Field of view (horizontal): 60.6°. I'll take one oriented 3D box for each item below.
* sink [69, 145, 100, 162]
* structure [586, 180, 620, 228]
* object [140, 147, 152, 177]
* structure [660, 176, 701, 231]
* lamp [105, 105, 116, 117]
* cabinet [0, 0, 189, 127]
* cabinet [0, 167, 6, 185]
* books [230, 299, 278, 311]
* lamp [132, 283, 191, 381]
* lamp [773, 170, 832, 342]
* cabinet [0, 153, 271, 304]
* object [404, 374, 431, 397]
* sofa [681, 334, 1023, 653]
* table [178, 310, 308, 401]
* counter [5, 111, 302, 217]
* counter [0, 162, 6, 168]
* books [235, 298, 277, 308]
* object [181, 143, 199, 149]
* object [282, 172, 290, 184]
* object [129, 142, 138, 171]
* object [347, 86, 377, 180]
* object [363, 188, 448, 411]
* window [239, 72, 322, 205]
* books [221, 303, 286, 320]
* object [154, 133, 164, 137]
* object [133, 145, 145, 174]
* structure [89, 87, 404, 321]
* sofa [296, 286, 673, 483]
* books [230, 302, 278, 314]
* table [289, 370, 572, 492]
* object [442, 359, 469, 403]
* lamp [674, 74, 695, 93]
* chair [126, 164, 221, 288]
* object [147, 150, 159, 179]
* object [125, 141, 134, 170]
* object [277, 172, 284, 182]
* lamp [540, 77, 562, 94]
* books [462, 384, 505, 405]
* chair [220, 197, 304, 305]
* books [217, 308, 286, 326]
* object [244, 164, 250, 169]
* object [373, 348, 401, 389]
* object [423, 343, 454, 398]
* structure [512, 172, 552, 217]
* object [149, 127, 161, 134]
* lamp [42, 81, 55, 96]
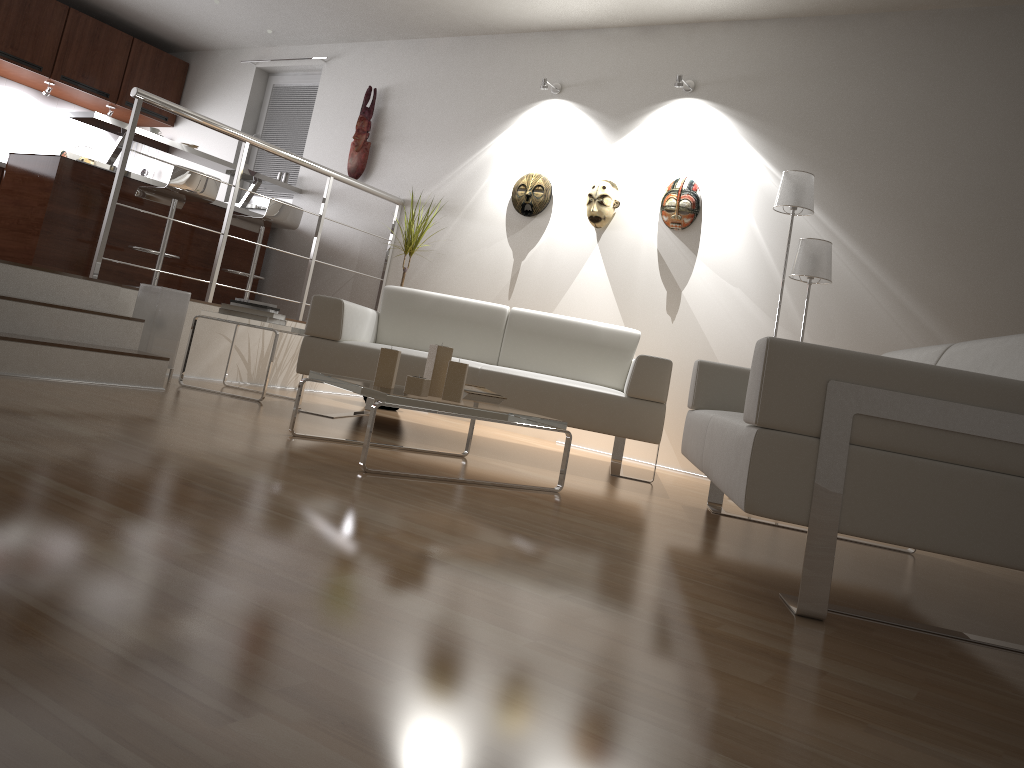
[{"bbox_3d":[-3.789,-1.857,8.061,0.606,0.589,0.657,9,-4,32],"label":"sink"},{"bbox_3d":[0.563,-1.178,5.672,0.245,0.335,0.126,8,-7,33],"label":"structure"},{"bbox_3d":[-3.458,-2.143,8.343,0.091,0.372,0.042,6,-9,31],"label":"object"},{"bbox_3d":[1.031,-1.127,5.417,0.267,0.361,0.073,8,-8,32],"label":"structure"},{"bbox_3d":[-3.630,-2.446,7.891,0.079,0.126,0.080,12,-6,-18],"label":"lamp"},{"bbox_3d":[-4.107,-2.918,7.394,0.657,0.645,2.661,9,-1,32],"label":"cabinet"},{"bbox_3d":[-4.574,-1.451,6.851,0.687,0.810,3.430,8,-1,32],"label":"cabinet"},{"bbox_3d":[-1.380,-0.422,4.707,0.218,0.015,0.149,11,1,12],"label":"books"},{"bbox_3d":[-1.892,-0.276,4.651,0.200,0.489,0.187,6,-8,32],"label":"lamp"},{"bbox_3d":[1.390,-0.256,4.395,0.204,1.701,0.365,17,-10,-38],"label":"lamp"},{"bbox_3d":[-2.785,-1.081,6.561,0.639,0.761,1.809,8,-2,32],"label":"cabinet"},{"bbox_3d":[-0.324,0.002,3.008,0.067,0.075,0.066,9,-4,17],"label":"object"},{"bbox_3d":[1.068,0.185,2.732,0.909,0.750,1.757,10,0,7],"label":"sofa"},{"bbox_3d":[-1.425,-0.148,4.762,0.466,0.407,0.542,10,-2,7],"label":"table"},{"bbox_3d":[-2.568,-1.591,6.688,0.847,0.323,2.058,11,1,32],"label":"counter"},{"bbox_3d":[-4.863,-1.889,6.323,0.687,0.040,2.058,11,1,32],"label":"counter"},{"bbox_3d":[-1.377,-0.436,4.709,0.149,0.015,0.218,10,1,-38],"label":"books"},{"bbox_3d":[-2.374,-1.745,6.480,0.131,0.042,0.137,11,0,34],"label":"object"},{"bbox_3d":[-1.871,-1.689,7.234,0.053,0.114,0.051,9,-7,16],"label":"object"},{"bbox_3d":[-3.661,-2.177,8.455,0.033,0.384,0.007,6,-9,32],"label":"object"},{"bbox_3d":[-1.179,-1.974,6.931,0.150,0.804,0.149,12,-8,-13],"label":"object"},{"bbox_3d":[-0.738,-0.583,5.749,0.442,1.501,0.490,3,-10,45],"label":"object"},{"bbox_3d":[-1.985,-2.137,7.689,0.851,1.290,0.138,7,-8,32],"label":"window"},{"bbox_3d":[-1.386,-0.387,4.702,0.287,0.027,0.224,11,1,2],"label":"books"},{"bbox_3d":[-2.511,-1.739,6.099,0.141,0.008,0.127,11,1,35],"label":"object"},{"bbox_3d":[-3.564,-2.157,8.385,0.107,0.385,0.020,6,-9,32],"label":"object"},{"bbox_3d":[-1.530,-0.980,5.603,0.058,1.066,2.274,6,-3,32],"label":"structure"},{"bbox_3d":[-0.105,-0.069,4.571,1.788,0.753,0.892,11,-3,8],"label":"sofa"},{"bbox_3d":[-1.383,-0.408,4.705,0.217,0.015,0.150,11,1,2],"label":"books"},{"bbox_3d":[-0.310,0.167,3.240,0.781,0.253,0.705,11,0,-33],"label":"table"},{"bbox_3d":[-0.198,-0.015,3.083,0.067,0.154,0.066,10,-6,2],"label":"object"},{"bbox_3d":[1.080,-1.894,5.515,0.081,0.110,0.186,8,-3,32],"label":"lamp"},{"bbox_3d":[-2.322,-1.031,5.918,0.429,0.863,0.378,6,-8,36],"label":"chair"},{"bbox_3d":[-3.368,-2.115,8.256,0.072,0.389,0.023,6,-9,32],"label":"object"},{"bbox_3d":[-3.726,-2.187,8.482,0.065,0.389,0.032,6,-9,32],"label":"object"},{"bbox_3d":[-1.923,-1.698,7.259,0.053,0.111,0.051,9,-7,16],"label":"object"},{"bbox_3d":[0.261,-2.059,6.044,0.081,0.110,0.186,8,-3,32],"label":"lamp"},{"bbox_3d":[-0.191,0.027,3.487,0.199,0.057,0.294,11,1,-43],"label":"books"},{"bbox_3d":[-1.914,-0.964,6.578,0.429,0.863,0.377,7,-7,28],"label":"chair"},{"bbox_3d":[-1.391,-0.360,4.699,0.289,0.027,0.223,11,1,12],"label":"books"},{"bbox_3d":[-2.086,-1.694,6.847,0.078,0.046,0.067,11,-2,-21],"label":"object"},{"bbox_3d":[-0.447,-0.064,3.156,0.067,0.153,0.066,10,-6,2],"label":"object"},{"bbox_3d":[-0.271,-0.054,3.177,0.066,0.200,0.067,15,-8,-33],"label":"object"},{"bbox_3d":[0.119,-1.306,5.997,0.320,0.322,0.067,8,-7,32],"label":"structure"},{"bbox_3d":[-2.495,-1.760,6.113,0.078,0.046,0.067,11,-2,-14],"label":"object"},{"bbox_3d":[-3.928,-2.494,7.409,0.079,0.126,0.080,12,-6,-18],"label":"lamp"}]
